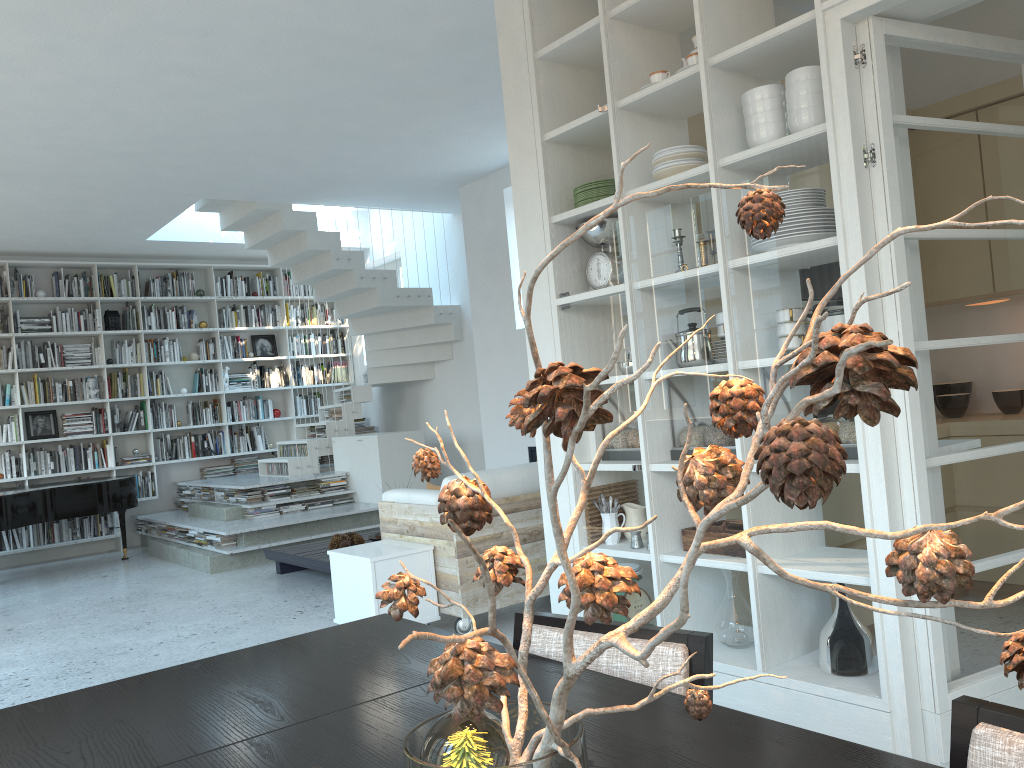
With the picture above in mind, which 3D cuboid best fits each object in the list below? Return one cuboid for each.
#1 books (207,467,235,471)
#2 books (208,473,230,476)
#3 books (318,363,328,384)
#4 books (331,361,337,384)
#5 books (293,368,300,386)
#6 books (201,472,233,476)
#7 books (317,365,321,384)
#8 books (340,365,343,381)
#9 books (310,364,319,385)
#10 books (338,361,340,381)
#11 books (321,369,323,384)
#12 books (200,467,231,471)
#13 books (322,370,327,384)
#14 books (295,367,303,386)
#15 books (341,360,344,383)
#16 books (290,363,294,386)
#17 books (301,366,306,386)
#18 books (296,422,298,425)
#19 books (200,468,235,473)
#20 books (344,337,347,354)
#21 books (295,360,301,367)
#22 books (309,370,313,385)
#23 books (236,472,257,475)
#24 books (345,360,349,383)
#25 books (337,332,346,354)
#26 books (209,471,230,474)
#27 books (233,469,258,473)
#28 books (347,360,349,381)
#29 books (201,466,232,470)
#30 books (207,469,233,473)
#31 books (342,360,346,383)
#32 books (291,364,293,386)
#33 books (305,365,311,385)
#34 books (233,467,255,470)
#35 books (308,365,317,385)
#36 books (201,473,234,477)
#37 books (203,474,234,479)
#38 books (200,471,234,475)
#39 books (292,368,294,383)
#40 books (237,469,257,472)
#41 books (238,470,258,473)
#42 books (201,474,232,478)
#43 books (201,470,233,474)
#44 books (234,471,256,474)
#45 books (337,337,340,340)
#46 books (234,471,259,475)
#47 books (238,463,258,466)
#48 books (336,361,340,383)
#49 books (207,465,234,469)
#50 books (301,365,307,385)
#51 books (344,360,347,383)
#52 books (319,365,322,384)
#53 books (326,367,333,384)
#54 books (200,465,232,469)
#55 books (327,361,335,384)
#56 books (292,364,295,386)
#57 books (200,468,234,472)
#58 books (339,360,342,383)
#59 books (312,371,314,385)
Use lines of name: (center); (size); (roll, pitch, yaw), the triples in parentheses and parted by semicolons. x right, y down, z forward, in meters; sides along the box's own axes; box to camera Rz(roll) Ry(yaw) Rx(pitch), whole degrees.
books: (-3.455, 0.998, 10.391); (0.345, 0.007, 0.193); (-4, -1, -42)
books: (-3.455, 1.059, 10.390); (0.308, 0.008, 0.195); (-5, -1, -33)
books: (-2.404, -0.127, 11.277); (0.026, 0.278, 0.170); (-5, -1, -37)
books: (-2.291, -0.144, 11.351); (0.033, 0.294, 0.169); (-5, -1, -37)
books: (-2.716, -0.081, 11.054); (0.066, 0.236, 0.144); (-5, -1, -37)
books: (-3.459, 1.052, 10.394); (0.308, 0.008, 0.195); (-5, -1, -35)
books: (-2.473, -0.109, 11.232); (0.012, 0.254, 0.161); (-5, -1, -37)
books: (-2.226, -0.150, 11.395); (0.018, 0.293, 0.169); (-5, -1, -37)
books: (-2.503, -0.110, 11.200); (0.029, 0.259, 0.171); (-5, -1, -37)
books: (-2.257, -0.147, 11.377); (0.018, 0.293, 0.169); (-5, -1, -37)
books: (-2.444, -0.088, 11.260); (0.014, 0.207, 0.138); (-5, -1, -37)
books: (-3.461, 0.992, 10.398); (0.345, 0.007, 0.193); (-5, -1, -35)
books: (-2.403, -0.079, 11.240); (0.024, 0.181, 0.191); (-5, -1, -37)
books: (-2.665, -0.089, 11.059); (0.022, 0.243, 0.171); (-5, -1, -37)
books: (-2.214, -0.150, 11.410); (0.018, 0.293, 0.169); (-5, -1, -37)
books: (-2.760, -0.106, 11.012); (0.010, 0.293, 0.164); (-5, -1, -37)
books: (-2.636, -0.093, 11.080); (0.026, 0.245, 0.181); (-5, -1, -37)
books: (-2.664, 0.620, 10.932); (0.011, 0.293, 0.144); (-5, -1, -37)
books: (-3.457, 1.014, 10.395); (0.345, 0.007, 0.193); (-4, -1, -40)
books: (-2.186, -0.484, 11.458); (0.021, 0.219, 0.184); (-5, -1, -37)
books: (-2.666, -0.128, 11.084); (0.012, 0.322, 0.141); (-5, -1, -37)
books: (-2.552, -0.071, 11.141); (0.023, 0.189, 0.169); (-5, -1, -37)
books: (-3.187, 1.067, 10.595); (0.254, 0.007, 0.161); (-5, -1, -34)
books: (-2.164, -0.155, 11.434); (0.018, 0.293, 0.169); (-5, -1, -37)
books: (-2.214, -0.519, 11.438); (0.042, 0.292, 0.186); (-5, -1, -37)
books: (-3.454, 1.036, 10.389); (0.308, 0.008, 0.195); (-4, -1, -42)
books: (-3.192, 1.040, 10.598); (0.254, 0.007, 0.161); (-5, -1, -36)
books: (-2.156, -0.155, 11.453); (0.018, 0.293, 0.169); (-5, -1, -37)
books: (-3.462, 0.984, 10.397); (0.308, 0.008, 0.195); (-5, -1, -35)
books: (-3.453, 1.021, 10.391); (0.308, 0.008, 0.195); (-5, -1, -32)
books: (-2.197, -0.152, 11.417); (0.018, 0.293, 0.169); (-5, -1, -37)
books: (-2.764, -0.098, 10.989); (0.025, 0.277, 0.160); (-5, -1, -37)
books: (-2.586, -0.104, 11.117); (0.056, 0.261, 0.176); (-5, -1, -37)
books: (-3.190, 1.005, 10.594); (0.254, 0.007, 0.161); (-4, -1, -41)
books: (-2.516, -0.103, 11.176); (0.022, 0.247, 0.181); (-5, -1, -37)
books: (-3.452, 1.066, 10.388); (0.345, 0.007, 0.193); (-5, -1, -32)
books: (-3.452, 1.081, 10.390); (0.345, 0.007, 0.193); (-5, -1, -33)
books: (-3.458, 1.044, 10.396); (0.345, 0.007, 0.193); (-5, -1, -39)
books: (-2.749, -0.079, 11.018); (0.010, 0.238, 0.147); (-5, -1, -37)
books: (-3.189, 1.033, 10.593); (0.285, 0.007, 0.159); (-4, -1, -41)
books: (-3.193, 1.047, 10.600); (0.254, 0.007, 0.161); (-5, -1, -37)
books: (-3.453, 1.074, 10.390); (0.308, 0.008, 0.195); (-4, -1, -41)
books: (-3.463, 1.029, 10.400); (0.308, 0.008, 0.195); (-5, -1, -37)
books: (-3.187, 1.054, 10.593); (0.254, 0.007, 0.161); (-5, -1, -33)
books: (-2.252, -0.484, 11.445); (0.024, 0.230, 0.131); (-5, -1, -37)
books: (-3.192, 1.061, 10.600); (0.285, 0.007, 0.159); (-5, -1, -37)
books: (-3.200, 0.965, 10.602); (0.285, 0.007, 0.159); (-5, -1, -37)
books: (-2.264, -0.147, 11.355); (0.018, 0.293, 0.169); (-5, -1, -37)
books: (-3.462, 0.977, 10.398); (0.345, 0.007, 0.193); (-5, -1, -39)
books: (-2.625, -0.103, 11.104); (0.022, 0.265, 0.157); (-5, -1, -37)
books: (-2.185, -0.153, 11.432); (0.018, 0.293, 0.169); (-5, -1, -37)
books: (-2.460, -0.108, 11.246); (0.025, 0.248, 0.134); (-5, -1, -37)
books: (-2.348, -0.098, 11.302); (0.088, 0.217, 0.167); (-5, -1, -37)
books: (-3.463, 0.969, 10.398); (0.345, 0.007, 0.193); (-5, -1, -35)
books: (-2.321, -0.139, 11.328); (0.072, 0.291, 0.169); (-5, -1, -37)
books: (-2.749, -0.099, 11.031); (0.010, 0.279, 0.147); (-5, -1, -37)
books: (-3.460, 1.006, 10.397); (0.345, 0.007, 0.193); (-5, -1, -35)
books: (-2.243, -0.148, 11.388); (0.018, 0.293, 0.169); (-5, -1, -37)
books: (-2.543, -0.069, 11.174); (0.030, 0.184, 0.137); (-5, -1, -37)
